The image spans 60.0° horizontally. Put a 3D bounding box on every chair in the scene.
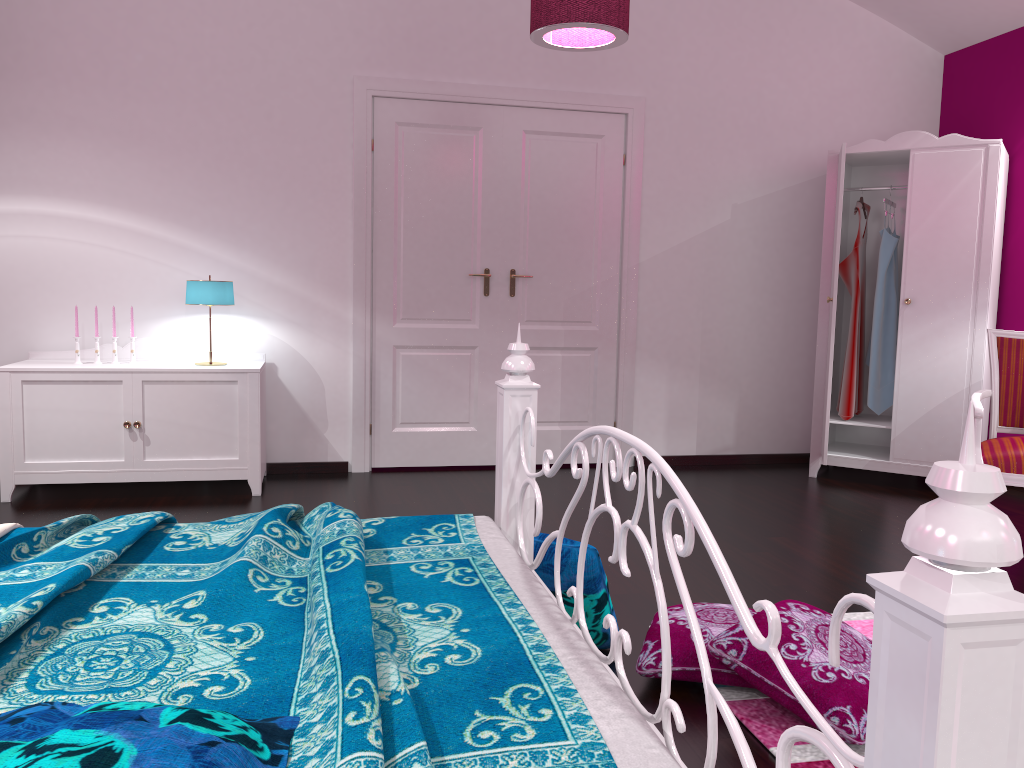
[{"bbox_3d":[2.070,0.248,3.463,0.528,0.901,0.511,4,6,22],"label":"chair"}]

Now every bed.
[{"bbox_3d":[-0.871,0.287,1.229,2.317,1.143,2.167,0,6,-12],"label":"bed"}]

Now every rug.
[{"bbox_3d":[1.322,0.848,1.820,1.400,0.018,2.100,0,6,-12],"label":"rug"}]

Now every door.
[{"bbox_3d":[-0.068,-0.530,4.961,1.405,2.001,0.098,0,6,-12],"label":"door"}]

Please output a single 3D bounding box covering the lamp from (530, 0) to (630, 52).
[{"bbox_3d":[0.485,-1.781,2.372,0.377,1.129,2.377,0,6,-12],"label":"lamp"}]

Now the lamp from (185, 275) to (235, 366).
[{"bbox_3d":[-1.478,-0.313,4.346,0.229,0.438,0.229,5,7,32],"label":"lamp"}]

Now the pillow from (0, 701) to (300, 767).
[{"bbox_3d":[-0.459,0.435,0.947,0.425,0.127,0.404,1,6,-3],"label":"pillow"}]

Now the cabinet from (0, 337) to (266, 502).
[{"bbox_3d":[-1.809,0.150,4.340,1.142,0.734,0.506,0,6,-12],"label":"cabinet"}]

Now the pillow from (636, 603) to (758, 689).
[{"bbox_3d":[0.564,0.695,2.407,0.429,0.142,0.400,3,6,12],"label":"pillow"}]

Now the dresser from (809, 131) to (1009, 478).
[{"bbox_3d":[2.114,-0.388,4.803,0.842,1.893,0.875,5,7,32],"label":"dresser"}]

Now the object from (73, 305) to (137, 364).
[{"bbox_3d":[-1.963,-0.239,4.278,0.285,0.284,0.043,-1,6,-24],"label":"object"}]

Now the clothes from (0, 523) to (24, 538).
[{"bbox_3d":[-1.262,0.501,1.591,0.553,0.376,1.036,-1,6,-18],"label":"clothes"}]

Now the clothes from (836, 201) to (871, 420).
[{"bbox_3d":[1.939,-0.425,5.080,0.173,1.237,0.315,5,7,35],"label":"clothes"}]

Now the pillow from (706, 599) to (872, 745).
[{"bbox_3d":[0.754,0.681,2.168,0.425,0.224,0.391,-4,8,-44],"label":"pillow"}]

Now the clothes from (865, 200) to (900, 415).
[{"bbox_3d":[2.116,-0.425,4.996,0.180,1.199,0.191,3,6,11],"label":"clothes"}]

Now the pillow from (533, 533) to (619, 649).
[{"bbox_3d":[0.090,0.576,2.503,0.402,0.357,0.264,4,7,28],"label":"pillow"}]
